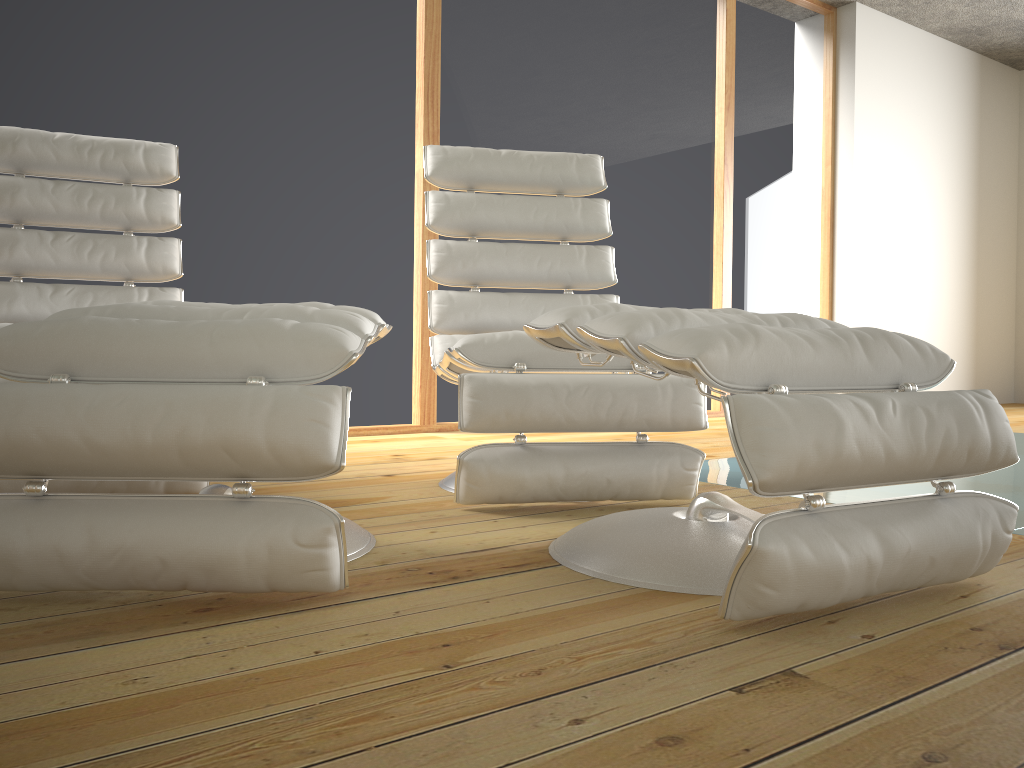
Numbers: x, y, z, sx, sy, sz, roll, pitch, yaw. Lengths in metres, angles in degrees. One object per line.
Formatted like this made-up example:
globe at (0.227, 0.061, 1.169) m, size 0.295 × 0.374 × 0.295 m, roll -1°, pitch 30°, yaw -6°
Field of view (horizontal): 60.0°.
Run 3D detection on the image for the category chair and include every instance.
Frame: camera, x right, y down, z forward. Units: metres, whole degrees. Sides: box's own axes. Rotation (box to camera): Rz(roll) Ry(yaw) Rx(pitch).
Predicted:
chair at (-1.106, -0.232, 2.242) m, size 0.569 × 0.968 × 0.914 m, roll 0°, pitch 1°, yaw -27°
chair at (0.084, -0.222, 2.346) m, size 0.569 × 0.968 × 0.914 m, roll 1°, pitch 1°, yaw -12°

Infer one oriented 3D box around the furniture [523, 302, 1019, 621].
furniture at (0.376, 0.081, 1.498) m, size 0.569 × 0.439 × 0.686 m, roll 0°, pitch 2°, yaw -30°

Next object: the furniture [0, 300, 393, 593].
furniture at (-0.516, 0.069, 1.506) m, size 0.569 × 0.439 × 0.686 m, roll 1°, pitch 2°, yaw -1°
